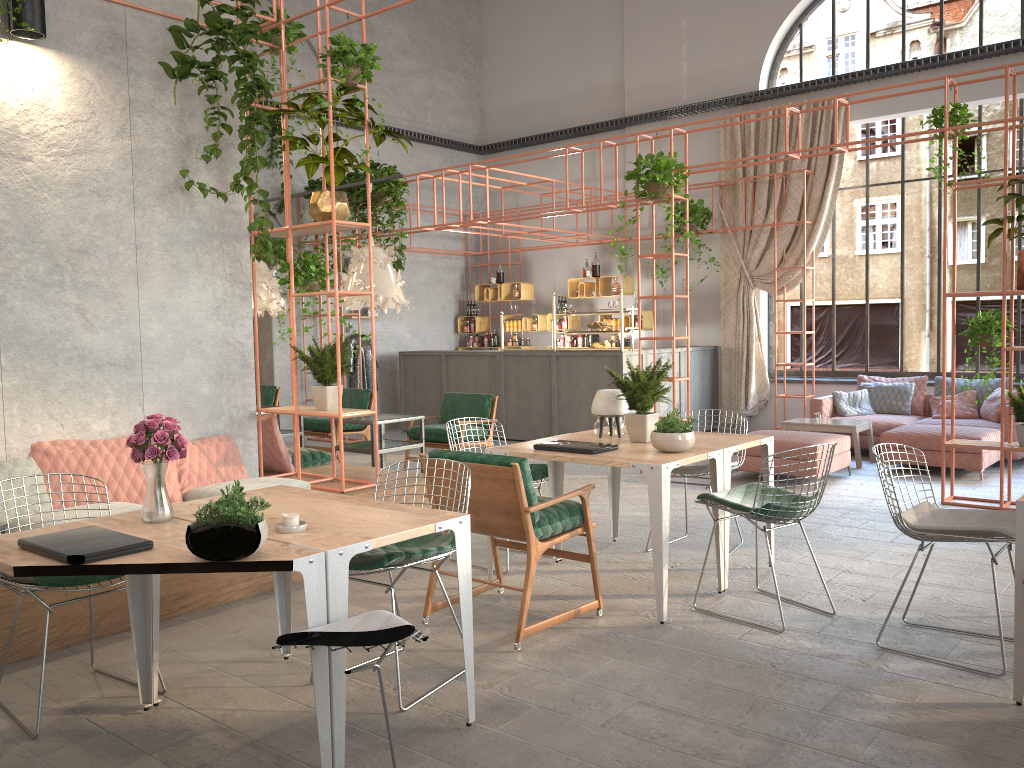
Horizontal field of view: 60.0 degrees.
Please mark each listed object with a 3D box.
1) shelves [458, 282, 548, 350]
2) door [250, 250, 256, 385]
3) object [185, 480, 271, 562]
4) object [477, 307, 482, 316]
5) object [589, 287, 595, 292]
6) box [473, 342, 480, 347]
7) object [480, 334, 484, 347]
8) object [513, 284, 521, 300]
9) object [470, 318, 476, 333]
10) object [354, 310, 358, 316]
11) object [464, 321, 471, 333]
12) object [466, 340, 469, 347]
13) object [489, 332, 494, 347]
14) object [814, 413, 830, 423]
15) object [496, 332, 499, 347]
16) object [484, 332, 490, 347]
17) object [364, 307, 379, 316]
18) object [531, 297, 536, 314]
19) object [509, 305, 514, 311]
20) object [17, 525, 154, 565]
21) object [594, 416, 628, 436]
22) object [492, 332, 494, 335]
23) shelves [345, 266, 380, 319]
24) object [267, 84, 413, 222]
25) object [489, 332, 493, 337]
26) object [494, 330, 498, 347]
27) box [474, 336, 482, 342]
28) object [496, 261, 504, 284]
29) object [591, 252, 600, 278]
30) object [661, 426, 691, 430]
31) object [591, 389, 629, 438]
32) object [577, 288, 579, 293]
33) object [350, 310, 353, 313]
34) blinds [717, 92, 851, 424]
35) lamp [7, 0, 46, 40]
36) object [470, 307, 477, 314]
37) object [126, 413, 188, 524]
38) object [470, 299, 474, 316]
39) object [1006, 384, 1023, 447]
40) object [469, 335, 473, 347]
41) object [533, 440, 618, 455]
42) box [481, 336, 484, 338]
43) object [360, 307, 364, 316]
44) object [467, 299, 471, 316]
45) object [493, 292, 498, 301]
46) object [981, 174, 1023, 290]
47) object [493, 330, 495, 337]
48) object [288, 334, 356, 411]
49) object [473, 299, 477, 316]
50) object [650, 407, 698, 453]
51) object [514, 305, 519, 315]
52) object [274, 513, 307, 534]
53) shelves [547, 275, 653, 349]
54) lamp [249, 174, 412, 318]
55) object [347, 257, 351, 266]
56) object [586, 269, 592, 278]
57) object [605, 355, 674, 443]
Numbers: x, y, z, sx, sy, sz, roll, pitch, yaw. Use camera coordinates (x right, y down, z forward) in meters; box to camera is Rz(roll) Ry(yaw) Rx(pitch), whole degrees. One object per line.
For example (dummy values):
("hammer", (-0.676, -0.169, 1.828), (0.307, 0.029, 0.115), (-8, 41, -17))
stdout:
("shelves", (-0.145, -0.743, 14.744), (1.750, 1.838, 0.328), (2, 5, 40))
("door", (-4.305, -0.515, 12.416), (0.551, 2.729, 1.360), (2, 5, 40))
("object", (-0.903, 0.429, 2.809), (0.254, 0.247, 0.248), (2, 5, 40))
("object", (-0.561, -1.228, 15.108), (0.115, 0.147, 0.115), (-2, 4, -5))
("object", (1.226, -1.403, 13.457), (0.141, 0.142, 0.123), (2, 5, 40))
("box", (-0.596, -0.667, 14.973), (0.122, 0.093, 0.058), (2, 5, 40))
("object", (-0.500, -0.727, 14.898), (0.073, 0.219, 0.105), (-5, 5, -44))
("object", (0.080, -1.502, 14.485), (0.137, 0.261, 0.137), (-2, 4, -14))
("object", (-0.645, -0.994, 15.005), (0.094, 0.248, 0.072), (2, 5, 40))
("object", (-2.364, -1.102, 13.450), (0.063, 0.151, 0.063), (0, 4, 26))
("object", (-0.757, -0.972, 15.116), (0.131, 0.207, 0.131), (-2, 4, -5))
("object", (-0.749, -0.691, 15.109), (0.073, 0.131, 0.073), (-3, 4, -25))
("object", (-0.568, -0.604, 14.983), (0.711, 0.529, 0.084), (2, 5, 42))
("object", (3.394, 0.398, 9.799), (0.199, 0.145, 0.156), (-4, 4, -35))
("object", (-0.277, -0.753, 14.997), (0.094, 0.248, 0.072), (2, 5, 40))
("object", (-0.413, -0.740, 14.832), (0.094, 0.248, 0.072), (2, 5, 40))
("object", (-2.179, -1.114, 13.686), (0.129, 0.149, 0.219), (2, 5, 40))
("object", (0.348, -1.263, 14.339), (0.075, 0.273, 0.075), (-1, 4, 6))
("object", (-0.002, -1.207, 14.473), (0.083, 0.159, 0.083), (-4, 5, -41))
("object", (-1.435, 0.538, 2.979), (0.427, 0.031, 0.268), (2, 5, 40))
("object", (0.655, 0.254, 5.842), (0.210, 0.154, 0.165), (1, 4, 29))
("object", (-0.324, -0.749, 14.945), (0.094, 0.248, 0.072), (2, 5, 40))
("shelves", (-2.273, -1.391, 13.538), (0.186, 0.790, 0.560), (2, 5, 40))
("object", (-1.160, -1.547, 5.945), (0.934, 0.947, 0.903), (-1, 4, 1))
("object", (-0.366, -0.745, 14.886), (0.094, 0.248, 0.072), (2, 5, 40))
("object", (-0.272, -0.758, 14.714), (0.066, 0.291, 0.066), (0, 4, 24))
("box", (-0.575, -0.763, 15.000), (0.058, 0.093, 0.122), (-4, 5, -39))
("object", (-0.197, -1.857, 14.742), (0.134, 0.386, 0.134), (-2, 4, -16))
("object", (1.280, -1.812, 13.516), (0.134, 0.386, 0.134), (1, 4, 28))
("object", (1.067, 0.299, 5.826), (0.218, 0.041, 0.218), (-4, 5, -42))
("object", (0.629, 0.193, 5.684), (0.241, 0.313, 0.241), (-2, 4, -5))
("object", (1.046, -1.418, 13.698), (0.097, 0.148, 0.097), (1, 4, 36))
("object", (-2.422, -1.105, 13.413), (0.055, 0.164, 0.092), (-3, 4, -32))
("blinds", (4.852, -1.572, 11.116), (4.957, 4.389, 0.414), (2, 5, 41))
("lamp", (-2.698, -2.648, 4.874), (0.185, 1.425, 0.179), (2, 5, 40))
("object", (-0.645, -1.220, 15.007), (0.115, 0.147, 0.115), (-2, 4, -5))
("object", (-1.349, 0.319, 3.386), (0.225, 0.414, 0.213), (1, 4, 32))
("object", (-0.689, -1.298, 15.119), (0.066, 0.291, 0.066), (-5, 5, -44))
("object", (4.164, 0.241, 7.119), (0.368, 0.527, 0.438), (2, 5, 40))
("object", (-0.690, -0.728, 15.043), (0.070, 0.209, 0.070), (1, 4, 30))
("object", (0.368, 0.365, 5.145), (0.427, 0.031, 0.268), (2, 5, 40))
("box", (-0.521, -0.767, 15.055), (0.122, 0.093, 0.058), (2, 5, 40))
("object", (-2.317, -1.134, 13.520), (0.081, 0.204, 0.081), (2, 5, 40))
("object", (-0.738, -1.293, 15.060), (0.066, 0.291, 0.066), (-1, 4, 10))
("object", (-0.250, -1.448, 14.683), (0.141, 0.142, 0.123), (2, 5, 40))
("object", (4.246, -1.225, 7.025), (0.923, 0.946, 0.924), (-1, 4, 6))
("object", (-0.287, -0.763, 14.834), (0.074, 0.287, 0.072), (-2, 4, -18))
("object", (-1.257, -0.078, 6.009), (0.368, 0.527, 0.438), (2, 5, 40))
("object", (-0.636, -1.303, 15.180), (0.066, 0.291, 0.066), (-2, 4, -10))
("object", (0.900, 0.256, 4.974), (0.254, 0.247, 0.248), (2, 5, 40))
("object", (0.068, -1.205, 14.415), (0.083, 0.159, 0.083), (-4, 5, -41))
("object", (-0.795, 0.492, 3.187), (0.115, 0.078, 0.115), (-5, 5, -44))
("shelves", (1.332, -0.699, 13.518), (1.750, 1.838, 0.328), (2, 5, 40))
("lamp", (-2.650, -2.677, 8.846), (4.456, 4.052, 0.704), (2, 5, 40))
("object", (-2.410, -1.844, 13.365), (0.133, 0.145, 0.133), (-1, 4, 2))
("object", (1.168, -1.673, 13.435), (0.088, 0.123, 0.088), (-1, 4, 6))
("object", (0.795, 0.090, 5.396), (0.368, 0.527, 0.438), (2, 5, 40))
